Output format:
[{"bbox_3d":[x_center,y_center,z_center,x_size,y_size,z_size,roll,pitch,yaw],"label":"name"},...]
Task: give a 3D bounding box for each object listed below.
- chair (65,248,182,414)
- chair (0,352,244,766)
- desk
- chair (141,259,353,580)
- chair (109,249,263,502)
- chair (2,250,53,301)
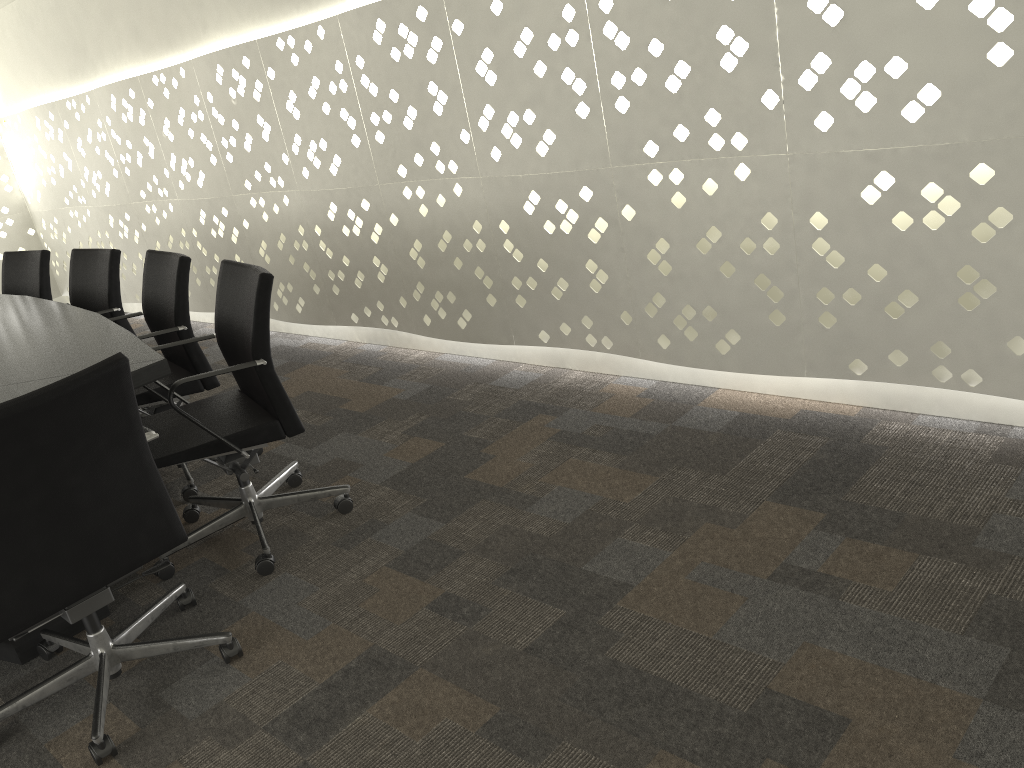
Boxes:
[{"bbox_3d":[-1.708,-0.109,3.499,0.579,0.757,0.559,-27,25,-35],"label":"chair"},{"bbox_3d":[-1.000,0.343,1.906,0.559,0.757,0.579,-27,25,-35],"label":"chair"},{"bbox_3d":[-2.189,0.198,3.100,3.364,0.658,1.223,9,29,44],"label":"desk"},{"bbox_3d":[-0.829,0.093,2.472,0.579,0.757,0.559,-20,22,-22],"label":"chair"},{"bbox_3d":[-1.248,-0.022,3.011,0.579,0.757,0.559,-22,23,-26],"label":"chair"},{"bbox_3d":[-2.213,-0.168,3.935,0.559,0.757,0.579,8,28,43],"label":"chair"}]
